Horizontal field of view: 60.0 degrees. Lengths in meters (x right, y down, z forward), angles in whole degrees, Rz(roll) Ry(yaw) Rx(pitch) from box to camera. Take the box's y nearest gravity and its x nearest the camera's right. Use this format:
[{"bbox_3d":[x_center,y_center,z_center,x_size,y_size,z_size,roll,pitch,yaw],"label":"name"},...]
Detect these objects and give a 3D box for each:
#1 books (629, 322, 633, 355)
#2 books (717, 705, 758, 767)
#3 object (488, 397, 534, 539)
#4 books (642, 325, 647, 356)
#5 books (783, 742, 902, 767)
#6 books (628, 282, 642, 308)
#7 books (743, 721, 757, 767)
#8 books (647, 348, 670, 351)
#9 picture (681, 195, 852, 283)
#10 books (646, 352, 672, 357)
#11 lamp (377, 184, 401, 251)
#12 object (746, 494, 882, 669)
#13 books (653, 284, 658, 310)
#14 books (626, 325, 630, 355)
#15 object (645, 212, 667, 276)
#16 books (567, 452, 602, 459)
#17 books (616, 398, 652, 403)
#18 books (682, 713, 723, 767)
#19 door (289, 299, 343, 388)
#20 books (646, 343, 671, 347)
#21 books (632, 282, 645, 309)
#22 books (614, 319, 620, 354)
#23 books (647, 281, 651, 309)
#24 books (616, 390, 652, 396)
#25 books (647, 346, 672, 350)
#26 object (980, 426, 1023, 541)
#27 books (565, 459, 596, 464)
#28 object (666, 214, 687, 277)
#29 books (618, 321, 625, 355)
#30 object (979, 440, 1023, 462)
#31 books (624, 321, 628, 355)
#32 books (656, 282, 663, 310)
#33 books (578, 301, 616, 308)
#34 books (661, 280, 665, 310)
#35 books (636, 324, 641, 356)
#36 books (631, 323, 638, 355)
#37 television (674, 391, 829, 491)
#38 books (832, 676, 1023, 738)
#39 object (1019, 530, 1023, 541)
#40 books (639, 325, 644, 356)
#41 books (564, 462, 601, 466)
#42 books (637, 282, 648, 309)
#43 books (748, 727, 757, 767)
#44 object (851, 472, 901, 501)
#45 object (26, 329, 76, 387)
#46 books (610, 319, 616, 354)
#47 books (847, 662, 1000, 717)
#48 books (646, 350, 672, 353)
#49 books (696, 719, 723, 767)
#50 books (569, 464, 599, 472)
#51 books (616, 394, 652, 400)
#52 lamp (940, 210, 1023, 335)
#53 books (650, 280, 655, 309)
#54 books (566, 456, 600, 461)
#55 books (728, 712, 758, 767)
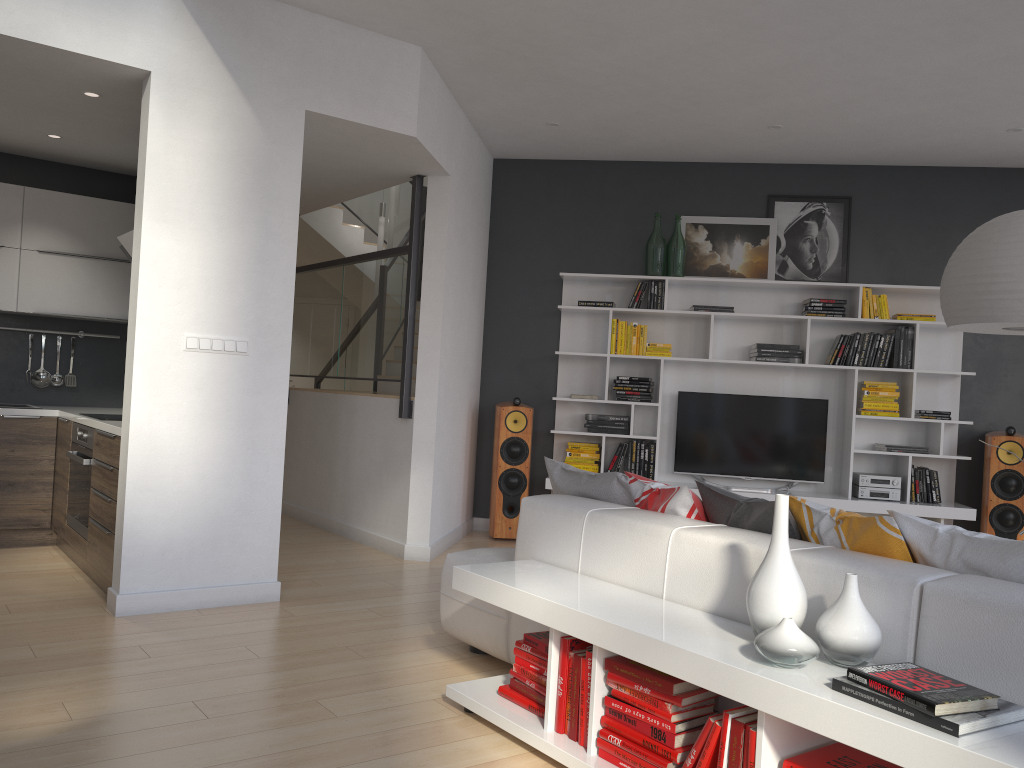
[{"bbox_3d":[0.913,-0.340,6.807,0.019,0.251,0.180,3,0,9],"label":"books"},{"bbox_3d":[0.597,0.965,2.274,0.199,0.282,0.046,4,-1,-36],"label":"books"},{"bbox_3d":[-0.013,0.642,6.871,0.290,1.088,0.434,3,0,-6],"label":"object"},{"bbox_3d":[1.018,-0.325,6.791,0.024,0.234,0.172,3,0,9],"label":"books"},{"bbox_3d":[0.828,0.926,2.069,0.227,0.032,0.301,4,-1,-36],"label":"books"},{"bbox_3d":[0.940,-0.669,6.801,0.096,0.213,0.166,3,0,7],"label":"books"},{"bbox_3d":[0.643,0.975,2.223,0.188,0.266,0.028,4,-1,-36],"label":"books"},{"bbox_3d":[1.112,-0.257,6.745,0.169,0.018,0.113,3,0,10],"label":"books"},{"bbox_3d":[1.926,-1.106,6.801,1.279,0.707,0.076,3,0,9],"label":"picture"},{"bbox_3d":[1.117,-0.220,6.760,0.190,0.033,0.147,3,0,9],"label":"books"},{"bbox_3d":[-1.166,-4.061,8.920,0.359,6.725,0.359,4,-1,-45],"label":"lamp"},{"bbox_3d":[0.742,0.492,2.259,0.319,0.398,0.316,3,0,-12],"label":"object"},{"bbox_3d":[1.095,-0.654,6.772,0.021,0.200,0.147,3,0,9],"label":"books"},{"bbox_3d":[0.889,-0.328,6.792,0.024,0.229,0.156,3,0,8],"label":"books"},{"bbox_3d":[1.100,-1.058,6.764,0.157,0.507,0.157,3,-1,22],"label":"object"},{"bbox_3d":[0.563,0.547,6.868,0.250,0.035,0.185,3,0,12],"label":"books"},{"bbox_3d":[0.931,0.124,6.777,0.263,0.026,0.189,3,0,7],"label":"books"},{"bbox_3d":[0.540,0.977,2.362,0.188,0.247,0.144,4,-1,-36],"label":"books"},{"bbox_3d":[-2.433,0.019,10.783,0.974,2.136,0.085,3,0,9],"label":"door"},{"bbox_3d":[1.121,-0.292,6.773,0.186,0.026,0.138,3,0,9],"label":"books"},{"bbox_3d":[0.973,-0.667,6.802,0.087,0.214,0.171,3,0,9],"label":"books"},{"bbox_3d":[0.809,-0.355,6.818,0.025,0.270,0.213,3,0,9],"label":"books"},{"bbox_3d":[1.047,-0.666,6.779,0.021,0.221,0.156,3,0,9],"label":"books"},{"bbox_3d":[0.931,0.071,6.799,0.266,0.030,0.209,3,0,7],"label":"books"},{"bbox_3d":[1.122,-0.272,6.759,0.187,0.014,0.134,3,0,9],"label":"books"},{"bbox_3d":[3.511,0.841,6.325,0.290,1.088,0.434,3,-1,24],"label":"object"},{"bbox_3d":[0.534,0.594,6.855,0.228,0.024,0.152,3,0,13],"label":"books"},{"bbox_3d":[1.262,-1.049,6.797,0.157,0.507,0.157,3,-1,22],"label":"object"},{"bbox_3d":[0.844,-0.346,6.818,0.044,0.255,0.198,3,0,9],"label":"books"},{"bbox_3d":[1.196,0.338,1.523,0.607,0.744,0.406,3,0,4],"label":"object"},{"bbox_3d":[0.875,-0.346,6.816,0.015,0.263,0.199,3,0,9],"label":"books"},{"bbox_3d":[1.124,-0.661,6.769,0.038,0.218,0.169,3,0,9],"label":"books"},{"bbox_3d":[0.655,-0.603,6.828,0.268,0.046,0.208,3,0,12],"label":"books"},{"bbox_3d":[1.151,-0.666,6.757,0.019,0.230,0.174,3,0,9],"label":"books"},{"bbox_3d":[0.968,-0.331,6.798,0.023,0.239,0.169,3,0,9],"label":"books"},{"bbox_3d":[0.939,-0.338,6.801,0.035,0.250,0.185,3,0,9],"label":"books"},{"bbox_3d":[1.795,0.437,6.696,1.102,0.704,0.207,3,0,9],"label":"television"},{"bbox_3d":[0.902,0.684,1.931,0.245,0.026,0.300,4,-1,-31],"label":"books"},{"bbox_3d":[2.183,0.709,3.889,0.330,0.265,0.330,3,0,-12],"label":"object"},{"bbox_3d":[0.992,-0.327,6.791,0.024,0.234,0.172,3,0,9],"label":"books"},{"bbox_3d":[0.546,0.613,6.874,0.263,0.015,0.198,3,0,12],"label":"books"},{"bbox_3d":[0.999,-0.666,6.785,0.074,0.212,0.154,3,0,8],"label":"books"},{"bbox_3d":[0.647,0.972,2.192,0.181,0.269,0.028,4,-1,-37],"label":"books"},{"bbox_3d":[2.663,0.751,6.497,0.285,0.174,0.270,3,0,9],"label":"object"},{"bbox_3d":[-3.106,-0.169,5.980,0.320,0.389,0.069,4,-1,-35],"label":"object"},{"bbox_3d":[0.781,-0.356,6.814,0.029,0.270,0.204,3,0,9],"label":"books"},{"bbox_3d":[0.883,0.657,1.917,0.188,0.027,0.238,4,-1,-23],"label":"books"},{"bbox_3d":[1.120,-0.242,6.764,0.196,0.011,0.148,3,0,9],"label":"books"},{"bbox_3d":[0.559,0.978,2.325,0.192,0.245,0.115,4,-1,-36],"label":"books"},{"bbox_3d":[0.545,0.642,6.859,0.255,0.044,0.198,3,0,9],"label":"books"},{"bbox_3d":[0.934,0.099,6.779,0.270,0.025,0.189,3,0,8],"label":"books"},{"bbox_3d":[1.943,-0.068,1.939,0.710,2.647,3.199,3,0,0],"label":"lamp"},{"bbox_3d":[1.072,-0.670,6.780,0.025,0.232,0.176,3,0,9],"label":"books"},{"bbox_3d":[0.551,0.574,6.871,0.251,0.019,0.180,3,0,9],"label":"books"},{"bbox_3d":[0.632,0.971,2.253,0.215,0.270,0.038,4,-1,-36],"label":"books"}]
